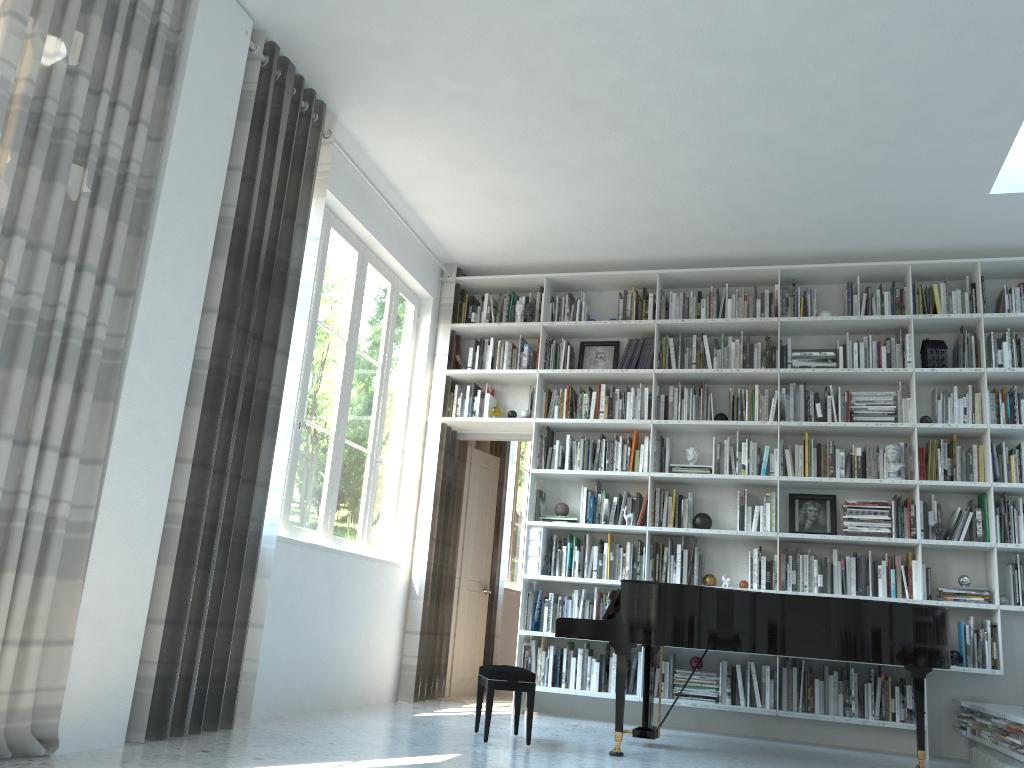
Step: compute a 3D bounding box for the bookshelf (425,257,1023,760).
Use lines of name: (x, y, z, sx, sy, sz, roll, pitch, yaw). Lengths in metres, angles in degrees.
bookshelf: (2.378, 0.733, 5.736, 6.296, 3.132, 0.331, 0, -15, 17)

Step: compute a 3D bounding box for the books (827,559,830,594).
books: (2.046, 1.256, 5.747, 0.013, 0.229, 0.139, 0, -15, 17)

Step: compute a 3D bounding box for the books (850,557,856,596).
books: (2.186, 1.246, 5.698, 0.026, 0.244, 0.192, 0, -16, 17)

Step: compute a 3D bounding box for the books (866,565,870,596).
books: (2.272, 1.271, 5.682, 0.021, 0.202, 0.128, 0, -16, 17)

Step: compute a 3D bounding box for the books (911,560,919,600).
books: (2.532, 1.244, 5.588, 0.033, 0.245, 0.176, 0, -16, 17)

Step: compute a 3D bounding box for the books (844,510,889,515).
books: (2.311, 0.847, 5.786, 0.254, 0.012, 0.161, 1, -16, 13)

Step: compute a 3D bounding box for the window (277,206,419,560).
window: (-1.039, 0.037, 5.591, 0.073, 2.003, 1.989, 0, -16, 17)

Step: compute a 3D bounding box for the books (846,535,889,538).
books: (2.300, 0.998, 5.751, 0.254, 0.012, 0.161, -1, -16, 18)

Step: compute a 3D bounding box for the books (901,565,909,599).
books: (2.475, 1.261, 5.605, 0.042, 0.211, 0.169, 0, -16, 17)

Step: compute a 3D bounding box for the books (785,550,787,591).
books: (1.802, 1.234, 5.825, 0.011, 0.274, 0.146, 0, -15, 17)

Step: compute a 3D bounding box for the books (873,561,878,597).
books: (2.324, 1.255, 5.669, 0.014, 0.234, 0.154, 0, -16, 17)

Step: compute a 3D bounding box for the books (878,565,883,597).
books: (2.338, 1.266, 5.648, 0.023, 0.204, 0.168, 0, -16, 17)

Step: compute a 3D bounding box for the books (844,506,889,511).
books: (2.313, 0.824, 5.792, 0.254, 0.012, 0.161, 1, -16, 13)

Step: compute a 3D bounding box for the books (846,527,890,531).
books: (2.302, 0.950, 5.757, 0.254, 0.012, 0.161, 1, -16, 12)

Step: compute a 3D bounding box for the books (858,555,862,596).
books: (2.230, 1.240, 5.694, 0.010, 0.260, 0.182, 0, -16, 17)

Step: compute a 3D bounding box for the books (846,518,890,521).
books: (2.307, 0.893, 5.772, 0.254, 0.012, 0.161, 1, -16, 12)

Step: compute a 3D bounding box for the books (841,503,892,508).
books: (2.314, 0.800, 5.796, 0.285, 0.012, 0.160, 1, -16, 12)

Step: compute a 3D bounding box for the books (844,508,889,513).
books: (2.313, 0.836, 5.791, 0.254, 0.012, 0.161, 1, -16, 14)

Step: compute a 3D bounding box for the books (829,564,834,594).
books: (2.059, 1.269, 5.727, 0.023, 0.196, 0.165, 0, -16, 17)

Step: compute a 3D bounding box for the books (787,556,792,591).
books: (1.816, 1.251, 5.805, 0.027, 0.233, 0.168, 0, -16, 17)

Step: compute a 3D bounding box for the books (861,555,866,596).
books: (2.247, 1.237, 5.683, 0.028, 0.263, 0.162, 0, -15, 17)

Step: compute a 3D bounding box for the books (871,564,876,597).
books: (2.302, 1.265, 5.661, 0.024, 0.206, 0.183, 0, -16, 17)

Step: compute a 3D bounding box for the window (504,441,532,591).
window: (0.045, 1.134, 9.261, 0.073, 2.003, 1.989, 0, -16, 17)

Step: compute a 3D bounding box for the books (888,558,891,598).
books: (2.399, 1.247, 5.657, 0.014, 0.255, 0.145, 0, -15, 17)

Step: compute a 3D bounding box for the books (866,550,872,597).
books: (2.288, 1.223, 5.679, 0.012, 0.296, 0.178, 0, -15, 17)

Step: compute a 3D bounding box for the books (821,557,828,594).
books: (2.023, 1.249, 5.745, 0.029, 0.237, 0.166, 0, -16, 17)

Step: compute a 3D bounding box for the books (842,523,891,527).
books: (2.306, 0.930, 5.771, 0.285, 0.012, 0.160, 0, -16, 17)

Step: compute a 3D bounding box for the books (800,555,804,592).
books: (1.896, 1.251, 5.806, 0.024, 0.247, 0.132, 0, -15, 17)

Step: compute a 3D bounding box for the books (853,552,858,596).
books: (2.214, 1.233, 5.720, 0.014, 0.285, 0.135, 0, -15, 17)

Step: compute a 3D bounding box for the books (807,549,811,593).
books: (1.935, 1.228, 5.779, 0.013, 0.281, 0.167, 0, -15, 17)

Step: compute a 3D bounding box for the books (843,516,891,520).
books: (2.308, 0.882, 5.774, 0.285, 0.012, 0.160, -1, -16, 21)

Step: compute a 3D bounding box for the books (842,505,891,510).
books: (2.315, 0.813, 5.800, 0.285, 0.012, 0.160, -1, -16, 18)

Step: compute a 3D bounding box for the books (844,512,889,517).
books: (2.311, 0.860, 5.785, 0.254, 0.012, 0.161, 1, -16, 14)

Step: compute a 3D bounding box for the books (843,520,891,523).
books: (2.306, 0.905, 5.768, 0.285, 0.012, 0.160, -1, -16, 21)

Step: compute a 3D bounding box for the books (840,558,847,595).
books: (2.138, 1.253, 5.723, 0.031, 0.236, 0.159, 0, -16, 17)

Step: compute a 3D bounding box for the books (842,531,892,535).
books: (2.302, 0.976, 5.759, 0.285, 0.012, 0.160, 0, -16, 16)

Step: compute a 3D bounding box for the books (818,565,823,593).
books: (1.992, 1.273, 5.740, 0.029, 0.183, 0.175, 0, -16, 17)

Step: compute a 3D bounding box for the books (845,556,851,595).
books: (2.170, 1.249, 5.732, 0.025, 0.254, 0.136, 0, -15, 17)

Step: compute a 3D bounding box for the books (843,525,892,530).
books: (2.306, 0.942, 5.771, 0.285, 0.012, 0.160, 0, -16, 17)

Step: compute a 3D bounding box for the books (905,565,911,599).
books: (2.501, 1.260, 5.599, 0.011, 0.216, 0.166, 0, -16, 17)

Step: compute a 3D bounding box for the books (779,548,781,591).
books: (1.766, 1.232, 5.847, 0.012, 0.284, 0.160, 0, -15, 17)

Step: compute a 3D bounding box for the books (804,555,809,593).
books: (1.916, 1.247, 5.783, 0.027, 0.245, 0.180, 0, -16, 17)

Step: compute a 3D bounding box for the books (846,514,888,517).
books: (2.310, 0.871, 5.782, 0.254, 0.012, 0.161, -1, -16, 19)

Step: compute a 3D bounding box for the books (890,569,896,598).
books: (2.407, 1.275, 5.620, 0.023, 0.182, 0.169, 0, -16, 17)

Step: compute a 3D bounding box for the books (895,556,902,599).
books: (2.447, 1.236, 5.632, 0.026, 0.271, 0.175, 0, -16, 17)

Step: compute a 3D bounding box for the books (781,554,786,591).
books: (1.784, 1.251, 5.834, 0.029, 0.243, 0.154, 0, -16, 17)

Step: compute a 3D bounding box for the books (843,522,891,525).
books: (2.307, 0.918, 5.772, 0.285, 0.012, 0.160, -1, -16, 18)

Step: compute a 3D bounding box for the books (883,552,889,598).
books: (2.384, 1.226, 5.659, 0.014, 0.293, 0.138, 0, -15, 17)

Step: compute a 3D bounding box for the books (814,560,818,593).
books: (1.969, 1.258, 5.756, 0.023, 0.217, 0.175, 0, -16, 17)

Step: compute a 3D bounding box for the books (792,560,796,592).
books: (1.843, 1.266, 5.806, 0.024, 0.208, 0.170, 0, -16, 17)

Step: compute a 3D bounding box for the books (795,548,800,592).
books: (1.875, 1.231, 5.824, 0.027, 0.290, 0.141, 0, -15, 17)

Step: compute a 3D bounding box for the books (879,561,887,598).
books: (2.361, 1.252, 5.646, 0.023, 0.234, 0.175, 0, -16, 17)

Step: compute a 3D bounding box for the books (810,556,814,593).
books: (1.955, 1.251, 5.786, 0.021, 0.243, 0.142, 0, -15, 17)

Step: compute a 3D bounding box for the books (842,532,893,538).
books: (2.299, 0.985, 5.747, 0.285, 0.012, 0.160, 1, -16, 12)

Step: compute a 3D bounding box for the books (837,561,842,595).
books: (2.114, 1.263, 5.736, 0.025, 0.220, 0.140, 0, -16, 17)

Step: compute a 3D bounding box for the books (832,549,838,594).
books: (2.090, 1.226, 5.744, 0.026, 0.291, 0.152, 0, -15, 17)

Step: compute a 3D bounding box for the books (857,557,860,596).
books: (2.223, 1.248, 5.706, 0.011, 0.251, 0.159, 0, -15, 17)

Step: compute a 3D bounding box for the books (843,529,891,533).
books: (2.301, 0.962, 5.753, 0.285, 0.012, 0.160, -1, -16, 21)
